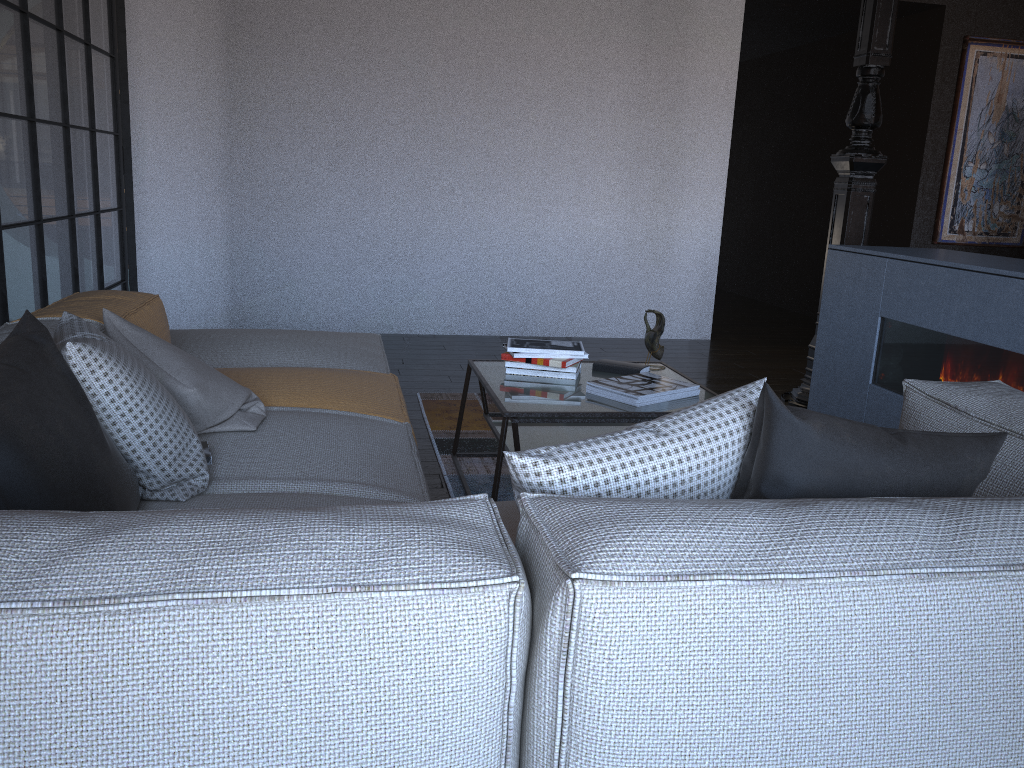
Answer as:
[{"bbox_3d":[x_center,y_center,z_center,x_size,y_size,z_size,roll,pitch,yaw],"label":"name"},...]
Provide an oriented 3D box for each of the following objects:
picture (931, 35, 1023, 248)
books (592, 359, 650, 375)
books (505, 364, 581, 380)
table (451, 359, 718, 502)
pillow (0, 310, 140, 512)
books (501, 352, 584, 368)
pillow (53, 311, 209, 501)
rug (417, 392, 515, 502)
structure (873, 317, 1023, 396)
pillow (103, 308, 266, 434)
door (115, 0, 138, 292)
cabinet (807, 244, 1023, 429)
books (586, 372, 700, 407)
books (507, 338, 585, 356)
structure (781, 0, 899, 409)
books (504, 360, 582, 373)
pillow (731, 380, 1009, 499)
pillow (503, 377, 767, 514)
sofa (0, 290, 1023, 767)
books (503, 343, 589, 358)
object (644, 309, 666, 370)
[{"bbox_3d":[3.566,-1.759,6.543,0.780,1.472,0.067,0,13,-11],"label":"picture"},{"bbox_3d":[0.398,-0.062,3.213,0.181,0.029,0.129,9,14,25],"label":"books"},{"bbox_3d":[0.114,-0.058,3.144,0.247,0.024,0.208,5,13,8],"label":"books"},{"bbox_3d":[0.268,0.187,3.021,0.842,0.389,0.847,0,13,-11],"label":"table"},{"bbox_3d":[-0.813,0.100,1.559,0.263,0.401,0.509,-1,14,-17],"label":"pillow"},{"bbox_3d":[0.110,-0.096,3.111,0.239,0.023,0.190,8,14,23],"label":"books"},{"bbox_3d":[-0.822,0.038,1.896,0.293,0.355,0.495,-3,14,-25],"label":"pillow"},{"bbox_3d":[0.432,0.317,3.432,1.432,0.013,2.361,0,13,-11],"label":"rug"},{"bbox_3d":[1.833,-0.015,3.473,0.332,0.395,0.942,0,13,-11],"label":"structure"},{"bbox_3d":[-0.824,-0.017,2.268,0.484,0.314,0.358,11,15,31],"label":"pillow"},{"bbox_3d":[-4.326,-1.555,5.111,4.185,2.597,0.138,0,13,-11],"label":"door"},{"bbox_3d":[2.053,0.085,2.959,0.607,0.845,2.956,0,13,-11],"label":"cabinet"},{"bbox_3d":[0.426,0.015,2.874,0.308,0.038,0.225,-8,17,-40],"label":"books"},{"bbox_3d":[0.117,-0.132,3.123,0.268,0.014,0.196,3,13,0],"label":"books"},{"bbox_3d":[-1.753,-0.793,2.441,8.512,2.397,0.481,-4,15,-30],"label":"structure"},{"bbox_3d":[0.113,-0.080,3.139,0.251,0.023,0.208,5,13,8],"label":"books"},{"bbox_3d":[0.532,0.184,1.457,0.538,0.418,0.238,-2,14,-21],"label":"pillow"},{"bbox_3d":[0.195,0.188,1.420,0.543,0.402,0.250,-4,15,-28],"label":"pillow"},{"bbox_3d":[-0.142,0.158,2.562,2.536,0.698,3.296,0,13,-11],"label":"sofa"},{"bbox_3d":[0.117,-0.118,3.127,0.268,0.014,0.196,0,13,-12],"label":"books"},{"bbox_3d":[0.521,-0.169,3.273,0.099,0.223,0.093,10,15,28],"label":"object"}]
